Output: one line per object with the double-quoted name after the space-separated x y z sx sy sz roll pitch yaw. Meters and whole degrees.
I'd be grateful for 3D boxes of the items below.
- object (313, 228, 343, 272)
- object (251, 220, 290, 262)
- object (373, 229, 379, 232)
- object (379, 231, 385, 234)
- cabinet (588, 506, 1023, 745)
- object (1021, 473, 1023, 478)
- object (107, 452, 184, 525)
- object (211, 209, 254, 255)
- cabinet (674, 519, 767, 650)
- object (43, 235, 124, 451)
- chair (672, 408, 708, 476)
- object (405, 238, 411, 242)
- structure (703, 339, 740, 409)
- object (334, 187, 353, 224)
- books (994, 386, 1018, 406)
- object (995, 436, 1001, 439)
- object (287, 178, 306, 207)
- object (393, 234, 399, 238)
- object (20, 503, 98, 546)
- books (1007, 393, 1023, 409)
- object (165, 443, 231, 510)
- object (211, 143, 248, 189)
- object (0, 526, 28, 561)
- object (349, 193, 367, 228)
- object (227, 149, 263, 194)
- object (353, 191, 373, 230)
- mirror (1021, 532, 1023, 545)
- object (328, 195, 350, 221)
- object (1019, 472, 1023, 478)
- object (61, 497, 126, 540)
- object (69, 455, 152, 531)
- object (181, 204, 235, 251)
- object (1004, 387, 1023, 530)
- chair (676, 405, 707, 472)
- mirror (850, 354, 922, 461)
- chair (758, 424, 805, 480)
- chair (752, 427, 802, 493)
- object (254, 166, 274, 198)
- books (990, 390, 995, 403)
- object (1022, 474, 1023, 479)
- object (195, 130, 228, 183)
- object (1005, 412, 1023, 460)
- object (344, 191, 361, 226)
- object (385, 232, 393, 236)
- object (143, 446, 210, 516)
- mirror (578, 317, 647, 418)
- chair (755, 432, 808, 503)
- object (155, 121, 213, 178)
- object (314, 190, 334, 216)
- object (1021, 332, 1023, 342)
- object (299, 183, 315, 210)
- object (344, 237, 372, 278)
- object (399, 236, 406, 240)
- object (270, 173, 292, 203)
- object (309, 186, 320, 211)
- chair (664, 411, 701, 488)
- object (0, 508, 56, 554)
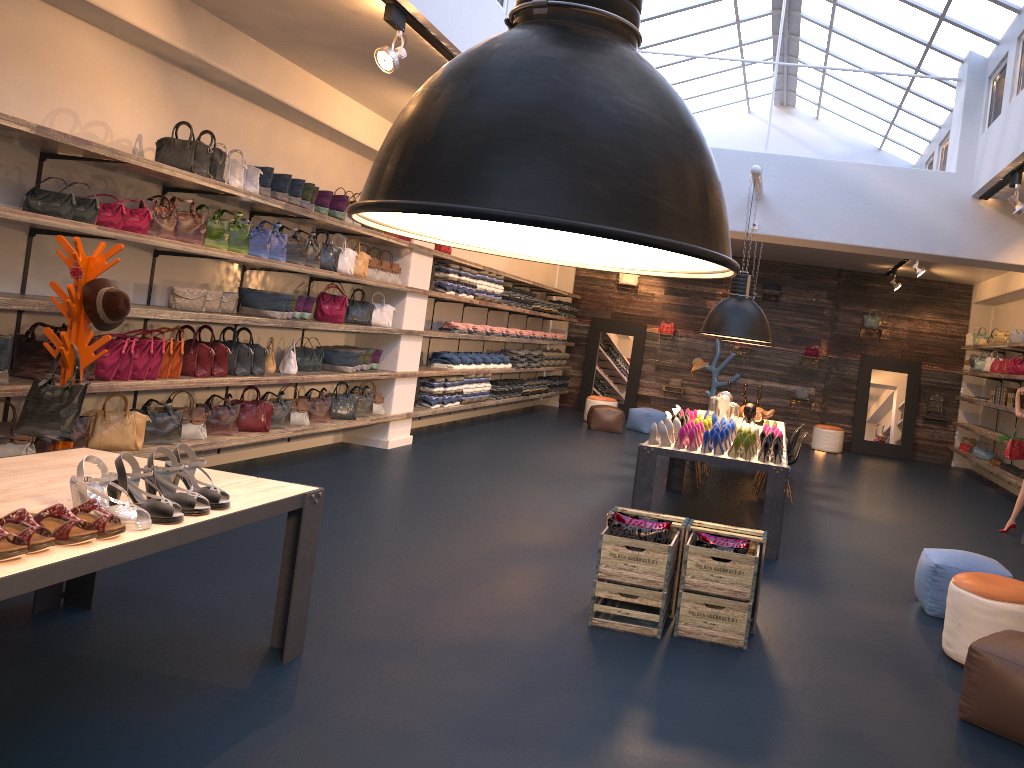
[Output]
-1.782 -1.254 8.085 0.459 0.386 0.178 6 1 -40 "object"
-2.035 -1.204 7.291 0.406 0.339 0.200 6 1 -40 "object"
-1.511 -1.741 8.925 0.314 0.338 0.264 7 1 -35 "object"
-1.472 -1.750 9.118 0.359 0.339 0.226 8 1 18 "object"
1.654 1.229 4.620 2.638 0.548 0.790 10 3 25 "cabinet"
7.250 1.301 12.215 0.172 0.088 0.071 11 2 42 "object"
-1.270 0.358 3.024 0.280 0.224 0.118 8 0 0 "object"
-2.197 -1.189 6.767 0.406 0.339 0.200 6 1 -40 "object"
1.200 1.139 5.008 0.457 0.549 0.574 8 2 14 "cabinet"
-2.424 0.064 4.750 0.411 1.732 0.478 7 -1 40 "object"
2.227 0.739 10.856 0.518 0.802 0.488 8 0 20 "chair"
-1.236 -1.731 9.647 0.263 0.311 0.204 7 1 -26 "object"
3.837 0.064 16.329 0.892 1.810 0.186 8 -1 39 "structure"
-1.658 -1.709 8.262 0.334 0.335 0.173 8 0 22 "object"
7.945 0.203 13.932 0.232 0.288 0.659 8 3 14 "books"
7.392 0.816 13.075 0.231 0.058 0.084 8 2 5 "object"
-1.948 -1.631 7.309 0.414 0.232 0.179 8 1 3 "object"
-1.334 -1.738 9.384 0.270 0.331 0.212 7 1 -29 "object"
-1.393 0.420 2.653 0.257 0.117 0.101 8 1 2 "object"
7.800 0.259 13.442 0.176 0.213 0.340 8 3 15 "books"
-1.191 0.349 3.315 0.272 0.224 0.122 8 0 10 "object"
-2.207 -1.658 6.579 0.421 0.332 0.194 8 0 4 "object"
-1.480 0.424 2.428 0.255 0.117 0.101 8 1 4 "object"
-1.552 -1.721 8.599 0.289 0.353 0.138 8 0 7 "object"
-2.145 -1.664 6.782 0.419 0.332 0.195 8 0 6 "object"
-1.505 -1.753 8.738 0.289 0.411 0.138 8 -1 7 "object"
5.699 0.854 9.007 0.508 1.768 0.519 8 -1 13 "mirror"
-1.712 -1.649 8.056 0.404 0.236 0.183 8 1 12 "object"
7.272 1.299 12.282 0.172 0.088 0.071 10 2 38 "object"
-1.344 0.419 2.766 0.248 0.117 0.104 9 1 15 "object"
-1.333 0.359 2.890 0.279 0.224 0.119 8 0 0 "object"
-2.276 -1.173 6.499 0.406 0.323 0.182 6 1 -38 "object"
5.819 0.875 9.676 0.354 1.667 0.727 8 0 -6 "object"
2.394 0.714 11.532 0.530 0.802 0.478 8 0 11 "chair"
7.241 0.441 16.806 1.127 1.921 0.273 8 -1 9 "mirror"
3.508 0.880 11.342 0.526 0.802 0.481 8 0 14 "chair"
3.245 0.890 10.693 0.530 0.802 0.478 8 0 11 "chair"
-2.059 -1.626 6.950 0.314 0.245 0.196 9 1 32 "object"
8.056 0.225 14.406 0.174 0.210 0.329 8 3 16 "books"
7.230 1.303 12.146 0.071 0.088 0.172 7 3 -45 "object"
-2.285 -1.680 6.371 0.413 0.386 0.198 8 0 11 "object"
5.830 0.596 9.950 0.332 0.554 0.086 8 -1 -15 "object"
-1.607 -1.714 8.427 0.334 0.335 0.173 8 0 22 "object"
-1.371 -1.760 9.253 0.270 0.385 0.211 8 0 -29 "object"
-1.227 0.353 3.182 0.271 0.224 0.122 8 0 11 "object"
2.036 -0.329 17.574 1.127 1.921 0.273 8 -1 9 "mirror"
3.099 0.918 10.013 0.538 0.802 0.471 8 0 6 "chair"
-2.328 -1.673 6.175 0.421 0.386 0.194 8 0 4 "object"
-1.831 -1.652 7.866 0.411 0.236 0.180 8 1 6 "object"
7.499 -0.729 12.523 0.104 0.283 0.254 8 1 -40 "object"
-1.915 -1.638 7.499 0.411 0.236 0.180 8 1 6 "object"
-1.603 -1.271 8.674 0.459 0.386 0.178 6 1 -40 "object"
-1.258 -1.708 9.543 0.320 0.284 0.241 6 2 -40 "object"
-2.001 -1.627 7.138 0.404 0.232 0.184 8 1 12 "object"
-1.915 -1.652 7.697 0.406 0.236 0.183 8 1 10 "object"
2.021 0.757 10.195 0.530 0.802 0.478 8 0 11 "chair"
-1.448 0.420 2.548 0.245 0.117 0.105 9 1 20 "object"
